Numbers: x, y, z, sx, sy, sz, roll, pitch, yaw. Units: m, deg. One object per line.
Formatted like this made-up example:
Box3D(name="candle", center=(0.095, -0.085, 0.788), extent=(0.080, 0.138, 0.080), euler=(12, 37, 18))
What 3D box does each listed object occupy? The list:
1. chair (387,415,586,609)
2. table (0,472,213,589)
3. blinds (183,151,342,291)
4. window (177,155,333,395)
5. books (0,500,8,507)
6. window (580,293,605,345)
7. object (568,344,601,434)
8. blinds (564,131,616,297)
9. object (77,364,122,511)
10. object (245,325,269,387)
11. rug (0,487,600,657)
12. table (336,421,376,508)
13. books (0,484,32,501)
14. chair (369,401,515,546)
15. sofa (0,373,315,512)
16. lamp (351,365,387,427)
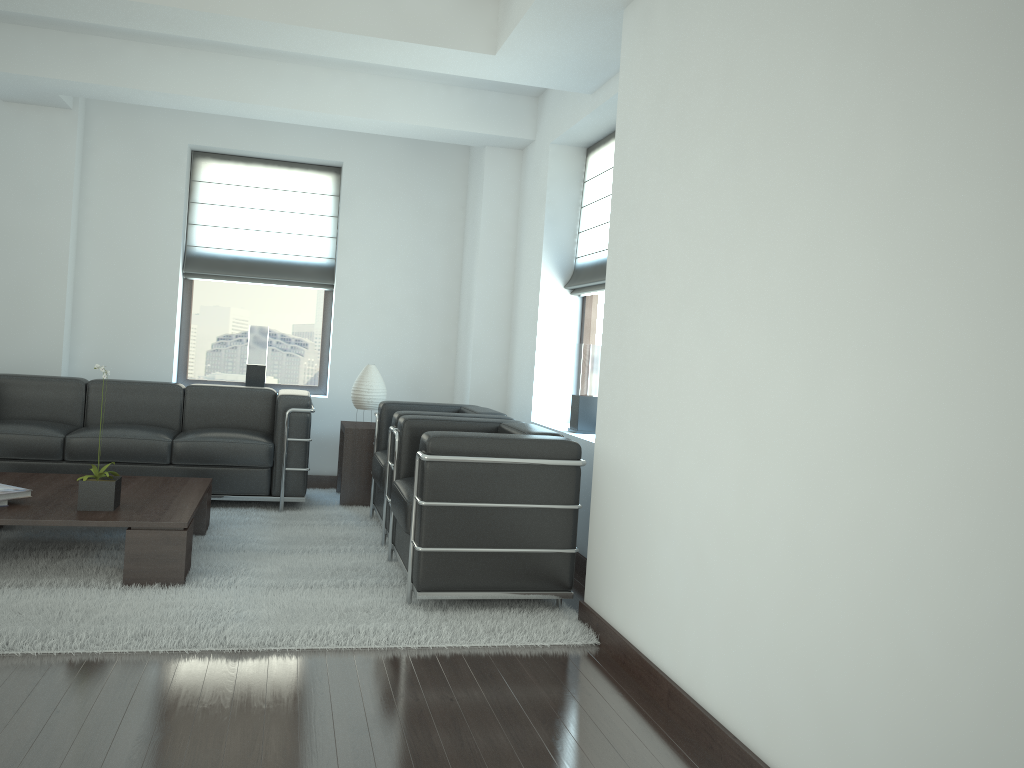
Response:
Box3D(name="chair", center=(-0.275, 0.876, 6.386), extent=(1.123, 1.170, 1.647), euler=(4, 1, -14))
Box3D(name="table", center=(-3.320, 1.031, 6.534), extent=(1.935, 0.441, 1.923), euler=(3, 2, -14))
Box3D(name="blinds", center=(-2.886, -1.894, 10.332), extent=(1.685, 1.476, 0.222), euler=(4, 0, -14))
Box3D(name="window", center=(-2.973, -1.276, 10.487), extent=(1.699, 2.732, 0.146), euler=(4, 0, -14))
Box3D(name="books", center=(-3.732, 0.777, 6.019), extent=(0.445, 0.045, 0.519), euler=(2, 3, -43))
Box3D(name="window", center=(1.039, -0.916, 7.795), extent=(0.146, 2.731, 2.134), euler=(4, 1, -14))
Box3D(name="object", center=(0.663, 0.040, 7.761), extent=(0.238, 0.776, 0.243), euler=(4, 0, -14))
Box3D(name="blinds", center=(0.919, -1.551, 7.750), extent=(0.222, 1.476, 2.125), euler=(4, 1, -14))
Box3D(name="object", center=(-2.836, 0.359, 6.136), extent=(0.252, 0.992, 0.336), euler=(4, 0, -14))
Box3D(name="object", center=(-2.953, -0.287, 10.267), extent=(0.238, 0.776, 0.243), euler=(4, 0, -14))
Box3D(name="rug", center=(-3.091, 1.219, 7.030), extent=(6.249, 0.110, 5.173), euler=(3, 2, -14))
Box3D(name="table", center=(-1.557, 0.859, 9.405), extent=(0.526, 0.845, 0.787), euler=(4, 1, -14))
Box3D(name="books", center=(-3.643, 0.737, 6.045), extent=(0.519, 0.045, 0.446), euler=(5, 2, 27))
Box3D(name="chair", center=(-0.676, 0.793, 8.022), extent=(1.123, 1.170, 1.647), euler=(4, 1, -14))
Box3D(name="sofa", center=(-3.729, 0.569, 8.617), extent=(3.475, 1.170, 1.124), euler=(3, 1, -14))
Box3D(name="lamp", center=(-1.508, 0.116, 9.341), extent=(0.374, 0.654, 0.374), euler=(4, 1, 15))
